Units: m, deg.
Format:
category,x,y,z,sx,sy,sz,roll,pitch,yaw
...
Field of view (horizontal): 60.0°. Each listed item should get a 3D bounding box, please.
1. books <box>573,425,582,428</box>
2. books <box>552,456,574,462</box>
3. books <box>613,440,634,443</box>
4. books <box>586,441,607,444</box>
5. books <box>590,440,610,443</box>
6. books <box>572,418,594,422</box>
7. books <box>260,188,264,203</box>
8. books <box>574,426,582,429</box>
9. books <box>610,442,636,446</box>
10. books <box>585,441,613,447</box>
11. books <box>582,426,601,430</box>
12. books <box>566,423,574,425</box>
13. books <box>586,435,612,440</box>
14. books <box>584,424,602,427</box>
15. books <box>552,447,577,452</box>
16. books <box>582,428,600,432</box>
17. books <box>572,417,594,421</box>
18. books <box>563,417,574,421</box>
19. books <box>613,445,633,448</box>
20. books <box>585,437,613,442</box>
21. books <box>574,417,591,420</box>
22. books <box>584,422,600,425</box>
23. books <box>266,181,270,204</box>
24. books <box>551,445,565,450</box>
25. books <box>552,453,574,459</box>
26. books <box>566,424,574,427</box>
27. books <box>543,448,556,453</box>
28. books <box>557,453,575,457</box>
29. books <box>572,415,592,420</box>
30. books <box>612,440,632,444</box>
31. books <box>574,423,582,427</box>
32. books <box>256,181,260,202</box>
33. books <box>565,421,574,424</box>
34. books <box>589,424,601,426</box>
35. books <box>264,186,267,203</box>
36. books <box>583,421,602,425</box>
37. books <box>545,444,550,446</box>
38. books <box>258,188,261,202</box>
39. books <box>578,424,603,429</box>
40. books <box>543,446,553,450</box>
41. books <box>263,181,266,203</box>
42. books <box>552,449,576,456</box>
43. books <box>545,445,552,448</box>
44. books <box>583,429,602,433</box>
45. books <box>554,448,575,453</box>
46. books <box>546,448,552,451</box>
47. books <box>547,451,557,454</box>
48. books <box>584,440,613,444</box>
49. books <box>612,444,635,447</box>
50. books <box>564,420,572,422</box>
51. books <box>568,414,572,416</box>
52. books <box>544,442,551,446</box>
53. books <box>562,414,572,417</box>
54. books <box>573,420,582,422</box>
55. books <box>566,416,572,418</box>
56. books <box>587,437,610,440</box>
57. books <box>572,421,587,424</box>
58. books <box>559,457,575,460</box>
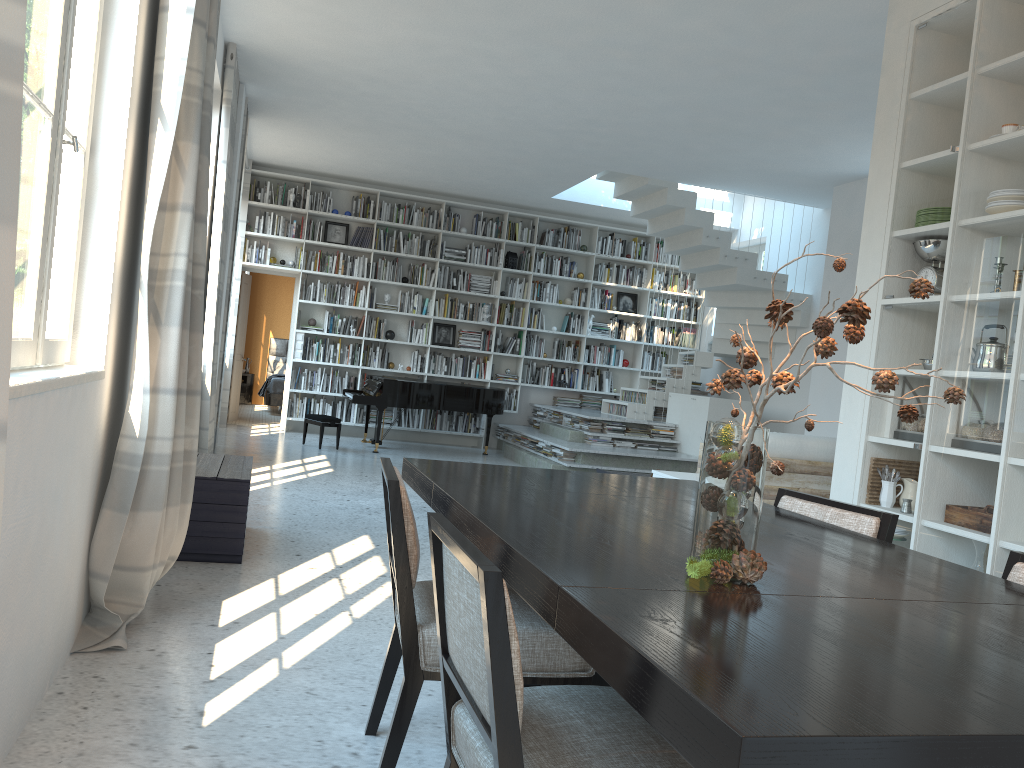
category,x,y,z,sx,sy,sz,roll,pitch,yaw
books,0.826,0.501,10.383,0.154,0.007,0.292,6,1,-13
books,0.542,0.795,9.408,0.184,0.017,0.230,6,1,-14
books,1.239,0.643,9.998,0.242,0.005,0.152,6,1,-15
books,0.964,0.654,9.916,0.264,0.006,0.164,6,1,-15
books,0.969,0.633,9.909,0.210,0.012,0.168,6,1,-12
books,0.828,0.422,10.379,0.168,0.013,0.281,6,1,-19
books,-3.071,-2.294,10.896,0.031,0.196,0.145,6,1,-16
books,0.828,0.515,10.385,0.142,0.020,0.230,6,1,-11
books,1.238,0.669,9.994,0.273,0.012,0.158,6,1,-18
books,0.968,0.669,9.898,0.262,0.023,0.200,6,1,-18
books,0.907,0.505,10.118,0.152,0.015,0.207,6,1,-19
books,0.760,0.490,10.682,0.136,0.013,0.258,6,1,-16
books,0.972,0.592,9.911,0.234,0.025,0.157,6,1,-21
books,0.921,0.474,10.121,0.137,0.012,0.242,6,1,-15
books,0.552,0.689,9.404,0.176,0.010,0.266,6,1,-20
books,0.899,0.519,10.117,0.161,0.014,0.212,6,1,-12
books,0.830,0.412,10.379,0.171,0.007,0.260,6,1,-18
books,0.744,0.428,10.674,0.174,0.029,0.250,6,1,-18
books,1.233,0.701,9.999,0.208,0.015,0.152,6,1,-18
books,0.969,0.620,9.913,0.292,0.012,0.159,6,1,-13
books,0.831,0.405,10.379,0.170,0.008,0.208,6,1,-13
books,0.919,0.453,10.119,0.132,0.009,0.269,6,1,-12
books,-3.001,-2.330,10.895,0.028,0.283,0.189,6,1,-16
books,0.547,0.677,9.402,0.192,0.014,0.256,6,1,-20
books,0.540,0.763,9.405,0.187,0.017,0.205,6,1,-11
books,0.750,0.504,10.680,0.132,0.016,0.262,6,1,-11
books,0.465,0.733,9.699,0.191,0.015,0.246,6,1,-15
books,0.572,0.748,9.413,0.137,0.019,0.224,6,1,-15
books,0.819,0.388,10.375,0.189,0.022,0.237,6,1,-11
books,1.236,0.654,10.004,0.211,0.018,0.134,6,1,-13
books,0.833,0.484,10.384,0.155,0.028,0.189,6,1,-15
books,-3.114,-2.335,10.855,0.025,0.269,0.177,6,1,-16
books,0.745,0.470,10.677,0.167,0.024,0.192,6,1,-15
books,0.943,0.465,10.126,0.091,0.011,0.189,6,1,-18
books,-3.032,-2.305,10.898,0.024,0.227,0.157,6,1,-16
books,0.917,0.441,10.118,0.149,0.014,0.228,6,1,-18
books,0.471,0.674,9.697,0.178,0.010,0.195,6,1,-11
books,-3.093,-2.291,10.864,0.028,0.186,0.181,6,1,-16
books,0.896,0.484,10.114,0.185,0.014,0.297,6,1,-17
books,0.469,0.709,9.698,0.168,0.013,0.281,6,1,-21
books,-3.043,-2.333,10.885,0.010,0.281,0.160,6,1,-16
books,0.555,0.723,9.407,0.156,0.027,0.287,6,1,-21
books,0.479,0.691,9.700,0.175,0.006,0.251,6,1,-16
books,0.913,0.532,10.122,0.144,0.009,0.249,6,1,-16
books,0.557,0.703,9.406,0.165,0.015,0.243,6,1,-12
books,0.478,0.725,9.702,0.150,0.004,0.290,6,1,-12
books,0.483,0.749,9.705,0.154,0.014,0.196,6,1,-16
books,0.965,0.647,9.916,0.285,0.008,0.159,6,1,-18
books,1.239,0.685,9.984,0.232,0.019,0.169,6,1,-21
books,0.736,0.450,10.673,0.178,0.015,0.187,6,1,-11
books,0.766,0.378,10.677,0.134,0.014,0.181,6,1,-11
books,0.472,0.662,9.697,0.182,0.016,0.256,6,1,-13
books,0.735,0.389,10.669,0.192,0.014,0.256,6,1,-20
books,0.824,0.438,10.379,0.187,0.009,0.250,6,1,-16
books,0.756,0.407,10.676,0.145,0.017,0.208,6,1,-21
books,0.967,0.609,9.925,0.257,0.010,0.132,6,1,-12
books,0.827,0.456,10.381,0.177,0.026,0.230,6,1,-16
books,0.572,0.782,9.415,0.132,0.014,0.205,6,1,-16
